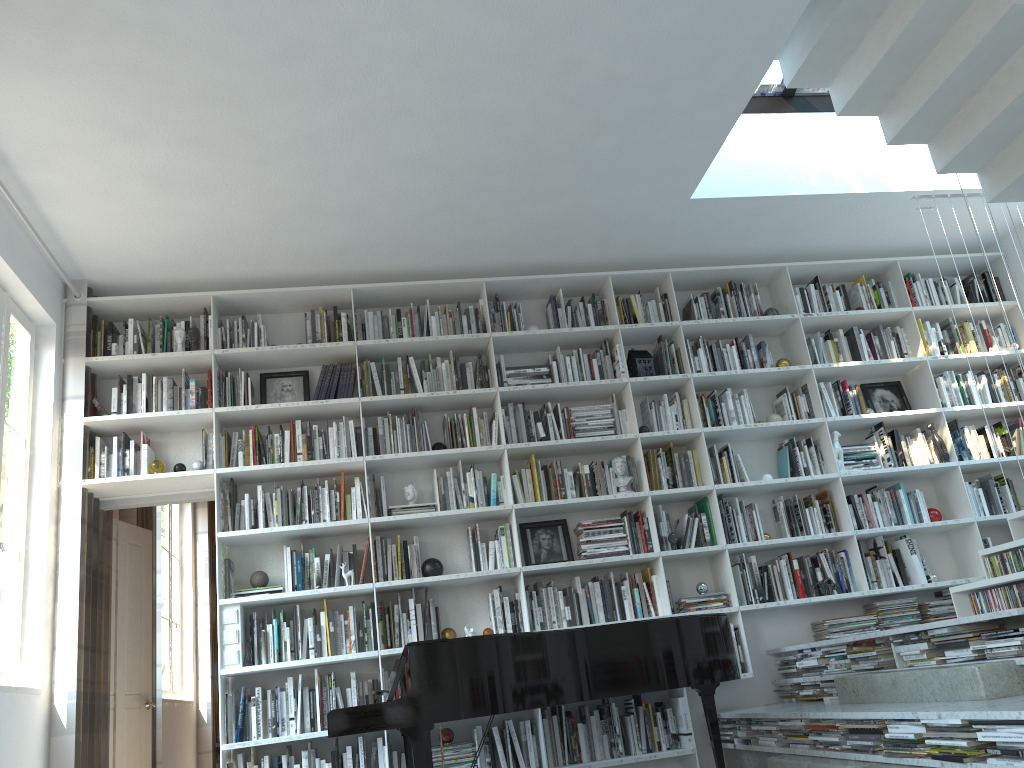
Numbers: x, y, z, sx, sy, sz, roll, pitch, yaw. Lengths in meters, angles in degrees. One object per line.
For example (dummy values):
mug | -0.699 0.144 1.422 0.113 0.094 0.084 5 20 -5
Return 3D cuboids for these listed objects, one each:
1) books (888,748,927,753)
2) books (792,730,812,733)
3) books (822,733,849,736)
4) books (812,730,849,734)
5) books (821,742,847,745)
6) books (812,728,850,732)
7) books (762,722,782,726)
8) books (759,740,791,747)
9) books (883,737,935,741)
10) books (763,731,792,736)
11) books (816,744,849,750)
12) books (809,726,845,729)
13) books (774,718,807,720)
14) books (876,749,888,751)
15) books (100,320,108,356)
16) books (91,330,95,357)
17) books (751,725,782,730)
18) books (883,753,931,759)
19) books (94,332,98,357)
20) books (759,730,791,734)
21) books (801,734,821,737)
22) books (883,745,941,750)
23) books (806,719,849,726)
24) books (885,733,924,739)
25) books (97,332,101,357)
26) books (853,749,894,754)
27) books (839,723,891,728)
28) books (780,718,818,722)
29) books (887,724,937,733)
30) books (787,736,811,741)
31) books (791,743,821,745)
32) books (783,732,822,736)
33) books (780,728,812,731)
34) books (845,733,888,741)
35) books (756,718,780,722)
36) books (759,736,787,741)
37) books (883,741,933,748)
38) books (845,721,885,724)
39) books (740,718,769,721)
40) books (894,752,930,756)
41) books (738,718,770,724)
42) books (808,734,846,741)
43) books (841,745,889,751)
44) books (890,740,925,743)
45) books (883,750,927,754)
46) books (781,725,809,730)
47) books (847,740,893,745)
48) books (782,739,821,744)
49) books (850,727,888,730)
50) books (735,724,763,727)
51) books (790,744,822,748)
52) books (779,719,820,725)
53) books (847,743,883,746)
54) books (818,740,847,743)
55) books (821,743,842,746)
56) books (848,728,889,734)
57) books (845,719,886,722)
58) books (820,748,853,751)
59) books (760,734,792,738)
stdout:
books | 1.554 1.364 3.333 0.159 0.009 0.276 -5 -19 -7
books | 1.428 1.640 4.212 0.140 0.013 0.181 -5 -19 -7
books | 1.476 1.539 3.922 0.140 0.013 0.181 -4 -20 -9
books | 1.466 1.529 3.924 0.155 0.009 0.298 -4 -20 -9
books | 1.484 1.574 3.910 0.132 0.009 0.270 -4 -20 -9
books | 1.460 1.522 3.926 0.169 0.009 0.242 -4 -20 -10
books | 1.382 1.718 4.513 0.130 0.018 0.256 -5 -19 -7
books | 1.371 1.805 4.480 0.177 0.026 0.231 -5 -19 -7
books | 1.543 1.329 3.344 0.171 0.007 0.261 -5 -19 -7
books | 1.385 1.765 4.496 0.147 0.012 0.207 -4 -20 -9
books | 1.463 1.589 3.902 0.161 0.008 0.255 -6 -19 -5
books | 1.451 1.512 3.928 0.165 0.014 0.236 -2 -20 -15
books | 1.391 1.586 4.226 0.193 0.005 0.225 -3 -20 -14
books | 1.516 1.477 3.616 0.154 0.007 0.263 -5 -20 -8
books | -2.467 -0.223 5.389 0.014 0.285 0.175 -4 -19 -10
books | -2.522 -0.189 5.366 0.014 0.218 0.189 -4 -19 -10
books | 1.361 1.735 4.504 0.180 0.015 0.295 -3 -20 -12
books | 1.539 1.384 3.324 0.193 0.005 0.225 -3 -20 -14
books | -2.508 -0.186 5.391 0.024 0.227 0.130 -4 -19 -10
books | 1.366 1.751 4.499 0.171 0.020 0.194 -5 -19 -6
books | 1.436 1.660 4.206 0.123 0.008 0.295 -5 -19 -7
books | 1.547 1.357 3.335 0.180 0.008 0.268 -4 -20 -11
books | 1.446 1.500 3.932 0.179 0.012 0.250 -3 -20 -13
books | 1.540 1.318 3.348 0.180 0.016 0.183 -3 -20 -13
books | -2.483 -0.189 5.385 0.023 0.222 0.151 -4 -19 -10
books | 1.518 1.486 3.613 0.142 0.012 0.292 -5 -19 -6
books | 1.494 1.394 3.643 0.170 0.014 0.282 -3 -20 -13
books | 1.407 1.592 4.226 0.174 0.011 0.228 -4 -20 -11
books | 1.551 1.296 3.357 0.141 0.028 0.223 -2 -20 -15
books | 1.424 1.670 4.201 0.165 0.012 0.205 -4 -20 -10
books | 1.434 1.690 4.195 0.140 0.008 0.284 -3 -20 -12
books | 1.416 1.652 4.206 0.159 0.011 0.247 -3 -20 -14
books | 1.408 1.631 4.213 0.169 0.009 0.242 -3 -20 -14
books | 1.502 1.436 3.629 0.160 0.025 0.245 -2 -20 -15
books | 1.368 1.708 4.515 0.159 0.006 0.286 -5 -20 -8
books | 1.375 1.785 4.488 0.172 0.014 0.222 -4 -20 -9
books | 1.540 1.348 3.337 0.189 0.013 0.216 -3 -20 -12
books | 1.507 1.384 3.649 0.157 0.007 0.269 -4 -20 -10
books | 1.333 1.806 4.806 0.137 0.018 0.201 -5 -19 -6
books | 1.558 1.377 3.329 0.147 0.008 0.237 -6 -19 -5
books | 1.340 1.821 4.802 0.135 0.014 0.298 -4 -20 -9
books | 1.456 1.553 3.914 0.182 0.013 0.288 -4 -20 -9
books | 1.495 1.471 3.615 0.189 0.009 0.292 -5 -19 -7
books | 1.562 1.335 3.345 0.145 0.010 0.267 -4 -20 -11
books | 1.553 1.371 3.331 0.171 0.005 0.298 -4 -20 -11
books | 1.400 1.620 4.215 0.182 0.016 0.199 -6 -19 -5
books | 1.502 1.453 3.623 0.177 0.011 0.221 -5 -20 -8
books | 1.421 1.681 4.196 0.159 0.012 0.293 -3 -20 -13
books | 1.511 1.404 3.642 0.150 0.008 0.218 -4 -20 -11
books | 1.328 1.837 4.794 0.160 0.009 0.292 -5 -20 -8
books | 1.427 1.701 4.190 0.157 0.014 0.181 -3 -20 -13
books | 1.406 1.605 4.222 0.171 0.015 0.254 -3 -20 -13
books | 1.512 1.462 3.621 0.147 0.008 0.291 -3 -20 -14
books | 1.475 1.564 3.913 0.130 0.014 0.250 -2 -20 -15
books | 1.484 1.581 3.908 0.128 0.005 0.297 -5 -20 -8
books | 1.510 1.416 3.638 0.142 0.017 0.240 -3 -20 -14
books | 1.502 1.377 3.650 0.160 0.008 0.240 -4 -20 -9
books | 1.479 1.595 3.902 0.147 0.008 0.237 -4 -20 -11
books | 1.387 1.774 4.494 0.149 0.007 0.301 -4 -20 -10
